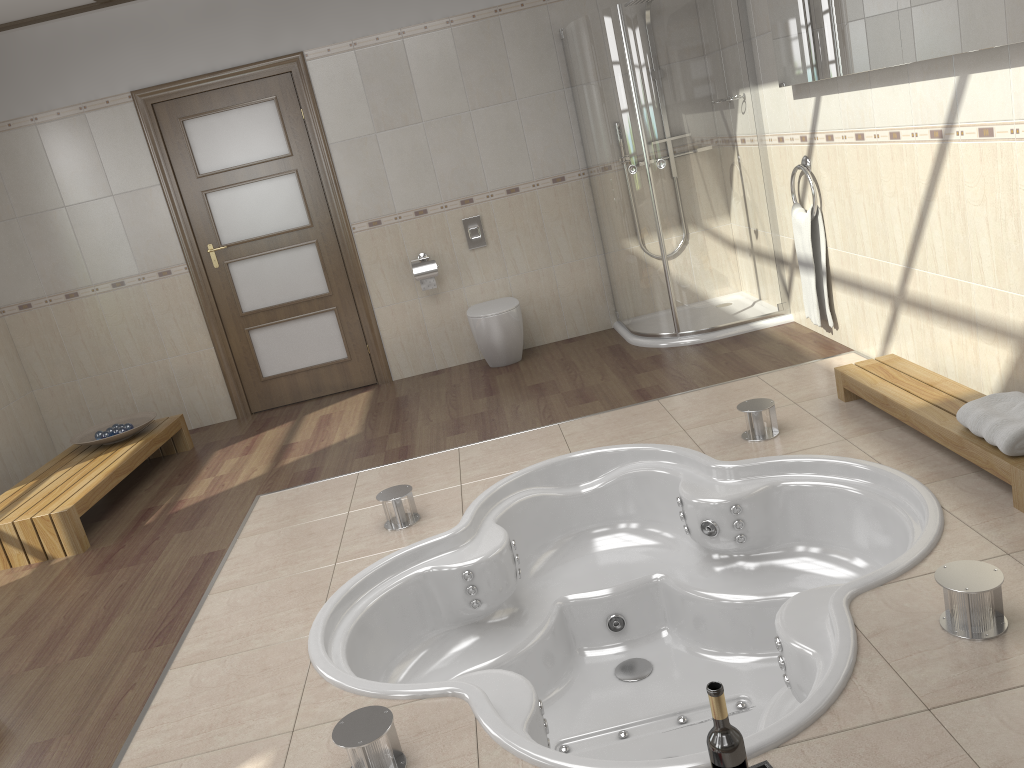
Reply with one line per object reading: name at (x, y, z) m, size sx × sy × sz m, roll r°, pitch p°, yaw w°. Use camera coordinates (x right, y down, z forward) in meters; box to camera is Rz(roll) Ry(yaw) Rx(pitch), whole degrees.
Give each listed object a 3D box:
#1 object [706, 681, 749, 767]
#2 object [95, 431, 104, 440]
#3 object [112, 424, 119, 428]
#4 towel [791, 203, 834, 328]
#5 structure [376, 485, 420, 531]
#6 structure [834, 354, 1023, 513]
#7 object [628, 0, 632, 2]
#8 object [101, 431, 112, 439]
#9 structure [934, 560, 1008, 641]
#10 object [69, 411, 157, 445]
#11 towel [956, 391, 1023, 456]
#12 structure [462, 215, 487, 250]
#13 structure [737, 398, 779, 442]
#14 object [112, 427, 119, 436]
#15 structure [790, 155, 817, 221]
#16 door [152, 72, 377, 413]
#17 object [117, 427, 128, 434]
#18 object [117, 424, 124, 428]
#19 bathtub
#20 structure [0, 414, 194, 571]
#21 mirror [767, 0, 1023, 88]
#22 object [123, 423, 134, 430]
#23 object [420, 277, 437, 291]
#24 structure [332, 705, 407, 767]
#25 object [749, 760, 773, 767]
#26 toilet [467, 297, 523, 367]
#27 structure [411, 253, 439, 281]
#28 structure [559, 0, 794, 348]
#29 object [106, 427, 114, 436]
object at (0.415, 0.712, 1.709) m, size 0.070 × 0.307 × 0.070 m, roll -24°, pitch 18°, yaw -33°
object at (-2.390, 0.300, 5.148) m, size 0.060 × 0.060 × 0.060 m, roll -14°, pitch 15°, yaw -2°
object at (-2.338, 0.264, 5.247) m, size 0.060 × 0.060 × 0.060 m, roll -14°, pitch 15°, yaw -2°
towel at (1.533, -0.609, 4.534) m, size 0.083 × 0.635 × 0.280 m, roll -13°, pitch 15°, yaw 0°
structure at (-0.459, 0.497, 3.578) m, size 0.150 × 0.131 × 0.150 m, roll -24°, pitch 19°, yaw -34°
structure at (1.562, 0.127, 3.180) m, size 0.260 × 0.140 × 1.280 m, roll -14°, pitch 15°, yaw -1°
object at (0.957, -1.552, 5.496) m, size 0.575 × 1.578 × 0.385 m, roll -14°, pitch 15°, yaw -1°
object at (-2.338, 0.300, 5.112) m, size 0.060 × 0.060 × 0.060 m, roll -14°, pitch 15°, yaw -2°
structure at (1.116, 0.524, 2.157) m, size 0.150 × 0.131 × 0.150 m, roll -11°, pitch 15°, yaw 8°
object at (-2.308, 0.285, 5.168) m, size 0.487 × 0.076 × 0.487 m, roll 2°, pitch 21°, yaw 43°
towel at (1.566, 0.116, 2.765) m, size 0.233 × 0.099 × 0.331 m, roll -12°, pitch 15°, yaw 4°
structure at (-0.243, -0.980, 5.742) m, size 0.120 × 0.200 × 0.010 m, roll -14°, pitch 15°, yaw -1°
structure at (0.999, 0.145, 3.603) m, size 0.150 × 0.131 × 0.150 m, roll -16°, pitch 16°, yaw -11°
object at (-2.292, 0.281, 5.149) m, size 0.060 × 0.060 × 0.060 m, roll -14°, pitch 15°, yaw -2°
structure at (1.468, -0.975, 4.441) m, size 0.051 × 0.332 × 0.291 m, roll -14°, pitch 15°, yaw -1°
door at (-1.552, -0.859, 5.696) m, size 0.861 × 2.026 × 0.102 m, roll -14°, pitch 15°, yaw -3°
object at (-2.244, 0.278, 5.113) m, size 0.060 × 0.060 × 0.060 m, roll -14°, pitch 15°, yaw -2°
object at (-2.289, 0.263, 5.208) m, size 0.060 × 0.060 × 0.060 m, roll -14°, pitch 15°, yaw -2°
bathtub at (0.414, 0.870, 2.968) m, size 1.754 × 0.674 × 1.751 m, roll 1°, pitch 21°, yaw 42°
structure at (-2.300, 0.547, 4.787) m, size 0.620 × 0.220 × 1.450 m, roll -12°, pitch 15°, yaw 4°
mirror at (1.375, -1.267, 2.496) m, size 0.005 × 0.600 × 3.600 m, roll -14°, pitch 15°, yaw -1°
object at (-2.238, 0.257, 5.172) m, size 0.060 × 0.060 × 0.060 m, roll -14°, pitch 15°, yaw -2°
object at (-0.546, -0.685, 5.696) m, size 0.098 × 0.151 × 0.090 m, roll -14°, pitch 15°, yaw -1°
structure at (-0.342, 0.876, 2.131) m, size 0.150 × 0.131 × 0.150 m, roll -12°, pitch 15°, yaw 3°
object at (0.378, 0.872, 1.712) m, size 0.400 × 0.040 × 0.250 m, roll -16°, pitch 16°, yaw -11°
toilet at (-0.082, -0.313, 5.668) m, size 0.337 × 0.388 × 0.519 m, roll -14°, pitch 15°, yaw -1°
structure at (-0.558, -0.761, 5.700) m, size 0.170 × 0.151 × 0.154 m, roll -14°, pitch 15°, yaw -1°
structure at (0.945, -1.269, 5.300) m, size 0.900 × 1.917 × 0.900 m, roll -14°, pitch 15°, yaw -1°
object at (-2.346, 0.282, 5.188) m, size 0.060 × 0.060 × 0.060 m, roll -14°, pitch 15°, yaw -2°
